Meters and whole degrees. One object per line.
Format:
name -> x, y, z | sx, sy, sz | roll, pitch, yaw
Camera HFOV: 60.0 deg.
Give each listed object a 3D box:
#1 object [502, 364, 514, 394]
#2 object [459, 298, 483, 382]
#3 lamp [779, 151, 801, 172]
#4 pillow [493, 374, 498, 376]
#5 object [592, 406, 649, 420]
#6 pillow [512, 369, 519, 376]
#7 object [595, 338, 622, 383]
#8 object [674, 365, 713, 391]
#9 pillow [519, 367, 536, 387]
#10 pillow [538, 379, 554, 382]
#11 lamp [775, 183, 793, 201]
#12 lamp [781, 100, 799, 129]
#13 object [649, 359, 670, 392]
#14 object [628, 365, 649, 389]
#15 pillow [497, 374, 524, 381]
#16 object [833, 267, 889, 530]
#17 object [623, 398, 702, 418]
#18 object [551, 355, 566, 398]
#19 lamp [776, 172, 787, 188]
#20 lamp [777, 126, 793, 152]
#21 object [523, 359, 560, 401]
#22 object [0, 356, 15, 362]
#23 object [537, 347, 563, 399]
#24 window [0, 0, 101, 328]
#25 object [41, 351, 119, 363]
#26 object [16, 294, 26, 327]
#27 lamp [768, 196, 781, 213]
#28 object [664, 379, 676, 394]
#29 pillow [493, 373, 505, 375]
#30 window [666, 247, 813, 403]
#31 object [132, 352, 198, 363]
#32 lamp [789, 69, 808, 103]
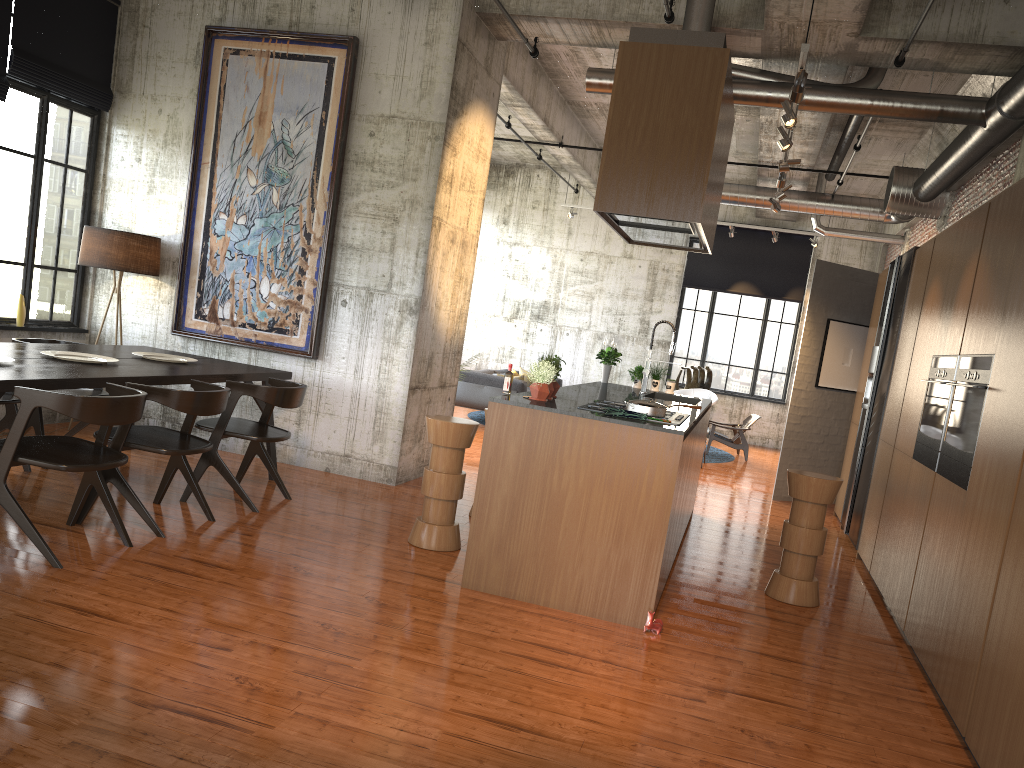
object -> -0.024, -0.038, 6.190 | 0.056, 0.209, 0.056 | 10, 6, 14
object -> -1.121, -0.187, 10.997 | 1.882, 2.069, 1.513 | 12, 6, 37
lamp -> 2.690, -2.171, 8.664 | 0.260, 0.212, 0.102 | 9, 5, 9
pillow -> -0.353, -0.037, 15.257 | 0.434, 0.320, 0.168 | 10, 5, 14
object -> 0.685, 0.176, 5.673 | 0.392, 0.068, 0.184 | 6, 5, -29
pillow -> 0.041, -0.089, 17.112 | 0.228, 0.372, 0.405 | 11, 5, 24
object -> 1.052, -0.257, 9.680 | 0.304, 0.504, 0.267 | 5, 6, -33
object -> 3.725, 0.228, 18.435 | 0.726, 1.300, 0.456 | 11, 6, 26
pillow -> 0.294, -0.073, 17.167 | 0.535, 0.447, 0.260 | 10, 5, 21
pillow -> 0.597, 0.000, 17.059 | 0.435, 0.320, 0.168 | 8, 5, -11
lamp -> 3.116, -2.210, 10.220 | 0.198, 0.229, 0.102 | 11, 6, 24
lamp -> 2.210, -2.138, 7.054 | 0.102, 0.252, 0.164 | 5, 6, -30
object -> 1.575, -0.112, 9.578 | 0.362, 0.382, 0.304 | 4, 7, -41
object -> 1.379, -0.084, 9.655 | 0.232, 0.258, 0.235 | 5, 6, -37
pillow -> 0.009, 0.021, 15.155 | 0.535, 0.447, 0.260 | 10, 5, 21
object -> 4.495, 0.221, 10.281 | 0.858, 3.054, 0.909 | 10, 6, 14
object -> 1.070, 0.171, 6.087 | 0.730, 0.121, 0.329 | 5, 5, -40
object -> 0.294, -0.064, 6.504 | 0.178, 0.312, 0.172 | 11, 6, 20
lamp -> 2.887, -2.197, 9.481 | 0.102, 0.241, 0.182 | 10, 5, 9
lamp -> 2.420, -2.160, 7.852 | 0.164, 0.252, 0.102 | 13, 7, 39
object -> 0.195, -0.033, 6.033 | 0.220, 0.284, 0.210 | 11, 5, 22
object -> -3.455, -0.168, 5.621 | 0.525, 0.025, 0.526 | 10, 4, 24
object -> 0.242, -0.084, 6.265 | 0.186, 0.368, 0.195 | 5, 6, -36
window -> -4.871, -2.198, 7.501 | 0.050, 3.445, 3.806 | 10, 5, 14
object -> -3.200, -0.194, 6.575 | 0.525, 0.025, 0.526 | 10, 4, 24
object -> -4.755, -0.717, 8.591 | 0.073, 0.319, 0.074 | 6, 6, -23
lamp -> 3.265, -2.241, 10.980 | 0.261, 0.212, 0.101 | 4, 7, -45
object -> 1.703, 0.025, 9.529 | 0.107, 0.158, 0.107 | 4, 7, -40
pillow -> -0.165, -0.033, 15.325 | 0.364, 0.316, 0.170 | 9, 5, 4
window -> 4.756, -1.460, 18.643 | 2.576, 3.446, 0.050 | 10, 6, 14
object -> -2.946, -0.220, 7.529 | 0.525, 0.025, 0.526 | 10, 4, 24
lamp -> 2.031, -2.107, 6.281 | 0.102, 0.216, 0.225 | 10, 5, 10
